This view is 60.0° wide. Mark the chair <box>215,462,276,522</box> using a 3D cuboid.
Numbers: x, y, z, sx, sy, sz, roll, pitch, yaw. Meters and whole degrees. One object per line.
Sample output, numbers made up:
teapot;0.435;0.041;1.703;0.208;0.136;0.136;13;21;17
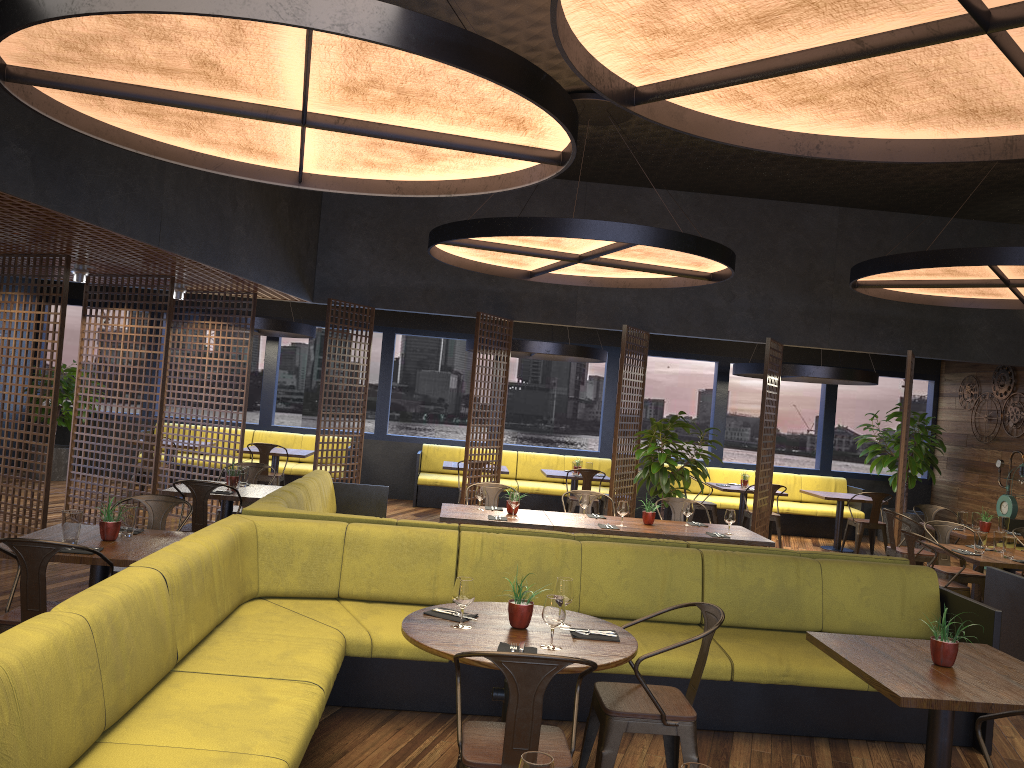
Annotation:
chair;-2.505;1.209;8.261;0.504;0.917;0.541;5;-1;-3

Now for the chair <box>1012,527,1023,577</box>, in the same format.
chair;4.968;1.842;8.295;0.504;0.917;0.541;5;-1;-3

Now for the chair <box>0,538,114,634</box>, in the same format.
chair;-2.263;1.172;4.334;0.504;0.917;0.541;5;-1;-3

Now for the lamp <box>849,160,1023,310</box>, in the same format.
lamp;4.692;-1.551;8.299;2.778;1.362;2.778;6;-1;-39

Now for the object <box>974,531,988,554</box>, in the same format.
object;3.998;1.354;7.574;0.102;0.178;0.102;5;-1;-18

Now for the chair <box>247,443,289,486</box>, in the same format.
chair;-3.159;1.200;11.392;0.504;0.917;0.541;5;-1;-3

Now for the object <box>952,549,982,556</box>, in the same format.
object;3.836;1.420;7.512;0.157;0.019;0.255;5;-1;-4

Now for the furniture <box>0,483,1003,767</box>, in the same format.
furniture;0.333;1.400;4.693;4.895;0.914;7.462;5;-1;-8

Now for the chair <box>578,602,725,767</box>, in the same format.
chair;0.602;1.406;3.829;0.541;0.917;0.504;5;-1;-3

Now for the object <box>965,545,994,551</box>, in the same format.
object;4.154;1.452;7.855;0.157;0.019;0.255;5;-1;-4

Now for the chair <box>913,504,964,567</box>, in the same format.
chair;4.825;1.856;10.061;0.504;0.917;0.541;5;-1;-3

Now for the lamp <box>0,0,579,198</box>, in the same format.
lamp;-1.000;-2.012;4.515;2.778;1.475;2.778;5;-1;1

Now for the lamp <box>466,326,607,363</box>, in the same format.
lamp;0.426;-1.469;12.467;1.979;2.172;1.979;4;-1;42

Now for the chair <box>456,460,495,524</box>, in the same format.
chair;-0.490;1.428;11.540;0.504;0.917;0.541;5;-1;-3

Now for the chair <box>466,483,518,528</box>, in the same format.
chair;-0.211;1.403;8.249;0.504;0.917;0.541;5;-1;-3

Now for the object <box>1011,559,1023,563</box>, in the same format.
object;4.197;1.446;7.235;0.255;0.019;0.157;5;-1;-4

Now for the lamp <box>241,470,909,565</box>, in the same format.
lamp;-1.882;0.343;6.991;9.057;2.714;3.017;5;-1;-3

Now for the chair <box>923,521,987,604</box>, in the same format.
chair;4.104;1.768;8.247;0.504;0.917;0.541;5;-1;-3

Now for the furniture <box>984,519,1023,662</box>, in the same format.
furniture;5.091;1.854;8.255;3.378;0.916;4.755;5;-1;-3

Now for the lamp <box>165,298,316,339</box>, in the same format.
lamp;-3.629;-1.815;12.242;1.979;2.172;1.979;5;-1;3

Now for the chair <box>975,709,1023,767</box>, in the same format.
chair;1.896;1.505;3.082;0.504;0.917;0.541;5;-1;-3

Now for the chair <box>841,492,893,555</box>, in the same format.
chair;4.747;1.875;11.831;0.504;0.917;0.541;5;-1;-3

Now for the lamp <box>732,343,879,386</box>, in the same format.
lamp;4.254;-1.144;12.680;1.979;2.172;1.979;5;-1;-18

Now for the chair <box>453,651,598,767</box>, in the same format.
chair;0.011;1.347;3.176;0.504;0.917;0.541;5;-1;-3

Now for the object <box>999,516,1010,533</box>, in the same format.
object;5.123;1.474;9.241;0.102;0.178;0.102;4;-1;32

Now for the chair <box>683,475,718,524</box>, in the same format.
chair;2.606;1.704;12.461;0.541;0.917;0.504;5;-1;-3

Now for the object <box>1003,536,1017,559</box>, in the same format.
object;4.144;1.364;7.392;0.102;0.178;0.102;4;-1;32

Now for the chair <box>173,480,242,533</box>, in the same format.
chair;-2.437;1.197;7.036;0.504;0.917;0.541;5;-1;-3

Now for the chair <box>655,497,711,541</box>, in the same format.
chair;1.587;1.556;8.349;0.504;0.917;0.541;5;-1;-3

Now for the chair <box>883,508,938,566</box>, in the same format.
chair;4.143;1.786;9.276;0.541;0.917;0.504;5;-1;-3

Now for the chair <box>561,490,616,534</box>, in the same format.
chair;0.691;1.480;8.299;0.504;0.917;0.541;5;-1;-3

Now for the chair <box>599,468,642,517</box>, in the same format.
chair;1.499;1.608;12.339;0.541;0.917;0.504;5;-1;-3

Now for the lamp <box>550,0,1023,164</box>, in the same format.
lamp;1.569;-1.820;2.832;2.778;1.475;2.778;6;-1;-44

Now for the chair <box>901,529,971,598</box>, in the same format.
chair;3.538;1.708;7.457;0.541;0.917;0.504;5;-1;-3

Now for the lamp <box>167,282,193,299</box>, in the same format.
lamp;-3.760;-1.047;10.001;0.228;0.172;0.228;5;-1;-3

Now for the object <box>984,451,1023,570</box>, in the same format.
object;6.601;1.682;11.662;0.459;1.615;0.848;5;-1;-3

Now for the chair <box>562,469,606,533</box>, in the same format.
chair;0.933;1.550;11.619;0.504;0.917;0.541;5;-1;-3

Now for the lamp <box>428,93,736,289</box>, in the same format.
lamp;0.678;-1.816;8.155;2.778;1.475;2.778;5;-1;-3

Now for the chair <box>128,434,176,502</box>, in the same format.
chair;-4.581;1.079;11.313;0.504;0.917;0.541;5;-1;-3

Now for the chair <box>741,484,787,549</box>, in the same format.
chair;3.324;1.754;11.752;0.504;0.917;0.541;5;-1;-3

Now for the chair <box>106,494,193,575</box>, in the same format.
chair;-2.332;1.184;5.579;0.504;0.917;0.541;5;-1;-3

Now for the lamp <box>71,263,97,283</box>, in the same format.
lamp;-4.341;-1.112;8.911;0.228;0.172;0.228;5;-1;-3

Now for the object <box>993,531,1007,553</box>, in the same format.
object;4.254;1.379;7.738;0.102;0.178;0.102;5;-1;-18
